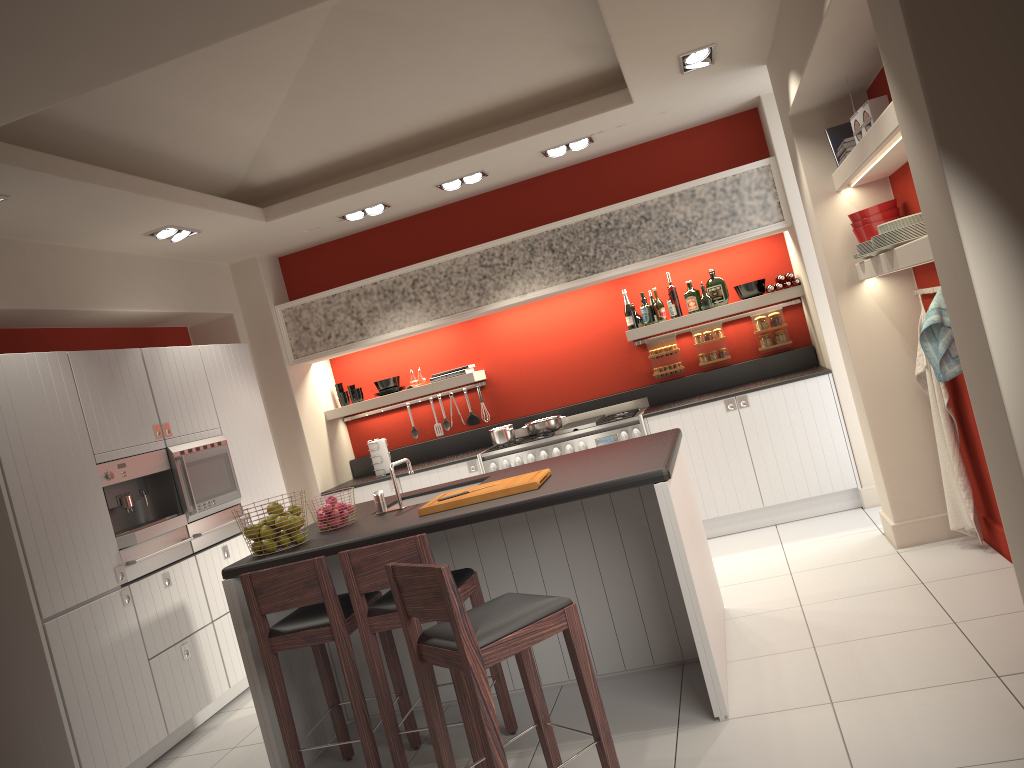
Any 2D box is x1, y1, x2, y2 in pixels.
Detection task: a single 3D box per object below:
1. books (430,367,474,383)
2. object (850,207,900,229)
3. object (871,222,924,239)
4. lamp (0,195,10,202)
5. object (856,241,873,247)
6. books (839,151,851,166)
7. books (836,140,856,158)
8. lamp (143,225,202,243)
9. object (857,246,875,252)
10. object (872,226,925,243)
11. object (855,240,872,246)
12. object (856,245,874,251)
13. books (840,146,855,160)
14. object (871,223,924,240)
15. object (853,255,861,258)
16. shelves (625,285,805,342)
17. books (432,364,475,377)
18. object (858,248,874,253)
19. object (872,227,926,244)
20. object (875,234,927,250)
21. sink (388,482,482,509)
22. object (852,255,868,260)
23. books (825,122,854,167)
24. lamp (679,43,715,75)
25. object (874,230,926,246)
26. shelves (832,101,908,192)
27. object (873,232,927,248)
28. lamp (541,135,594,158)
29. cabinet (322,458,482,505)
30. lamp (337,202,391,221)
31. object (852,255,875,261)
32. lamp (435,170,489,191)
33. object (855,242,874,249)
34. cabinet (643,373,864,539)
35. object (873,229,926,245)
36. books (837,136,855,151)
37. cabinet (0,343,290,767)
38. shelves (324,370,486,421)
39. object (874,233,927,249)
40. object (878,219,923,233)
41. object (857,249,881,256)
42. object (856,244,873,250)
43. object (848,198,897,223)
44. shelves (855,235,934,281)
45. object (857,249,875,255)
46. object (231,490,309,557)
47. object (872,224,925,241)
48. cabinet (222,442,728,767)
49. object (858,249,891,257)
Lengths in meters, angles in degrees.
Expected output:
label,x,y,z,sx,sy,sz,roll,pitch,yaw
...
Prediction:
label,x,y,z,sx,sy,sz,roll,pitch,yaw
books,-0.506,-0.074,7.500,0.331,0.042,0.207,-15,1,18
object,2.008,-0.855,4.868,0.260,0.159,0.260,-15,0,-5
object,1.840,-0.715,4.105,0.338,0.020,0.339,-15,1,16
lamp,-2.583,-0.886,4.168,0.199,0.103,0.361,-15,1,13
object,1.913,-0.732,4.482,0.338,0.020,0.339,-15,1,12
books,1.856,-1.217,4.700,0.207,0.030,0.258,-15,1,13
books,1.843,-1.265,4.699,0.207,0.030,0.258,-15,1,13
lamp,-2.214,-0.989,5.791,0.199,0.084,0.361,-15,1,13
object,1.919,-0.707,4.482,0.338,0.020,0.339,-15,1,12
object,1.845,-0.697,4.105,0.338,0.020,0.339,-15,1,16
object,1.911,-0.738,4.482,0.338,0.020,0.339,-15,1,12
object,1.918,-0.713,4.482,0.338,0.020,0.339,-15,1,12
books,1.854,-1.242,4.686,0.207,0.019,0.258,-15,1,14
object,1.841,-0.709,4.105,0.338,0.020,0.339,-15,1,16
object,2.044,-0.730,4.868,0.338,0.020,0.339,-15,1,16
shelves,1.597,-0.556,7.025,1.378,0.083,0.376,-15,1,13
books,-0.494,-0.113,7.516,0.332,0.026,0.207,-15,1,14
object,1.921,-0.701,4.482,0.338,0.020,0.339,-15,1,12
object,1.846,-0.690,4.105,0.338,0.020,0.339,-15,1,16
object,1.854,-0.659,4.105,0.338,0.020,0.339,-15,1,16
sink,-0.395,0.738,4.740,0.567,0.258,0.516,-15,1,13
object,2.045,-0.724,4.869,0.338,0.020,0.339,-15,1,16
books,1.881,-1.337,4.932,0.207,0.246,0.136,-15,0,13
lamp,1.042,-1.845,5.001,0.199,0.090,0.361,-15,1,13
object,1.850,-0.678,4.105,0.338,0.020,0.339,-15,1,16
shelves,1.796,-1.126,3.885,0.437,0.100,2.395,-15,1,13
object,1.851,-0.672,4.105,0.338,0.020,0.339,-15,1,16
lamp,0.388,-1.686,6.240,0.361,0.103,0.199,-15,1,13
cabinet,-0.699,1.197,7.350,1.361,0.993,0.687,-15,0,13
lamp,-1.102,-1.297,6.601,0.361,0.109,0.199,-15,1,13
object,2.047,-0.717,4.869,0.338,0.020,0.339,-15,1,16
lamp,-0.367,-1.490,6.423,0.361,0.104,0.199,-15,1,13
object,1.914,-0.725,4.482,0.338,0.020,0.339,-15,1,12
cabinet,1.813,0.545,6.742,1.361,0.993,0.687,-15,0,13
object,1.848,-0.684,4.105,0.338,0.020,0.339,-15,1,16
books,1.842,-1.290,4.686,0.207,0.019,0.258,-15,1,14
cabinet,-2.292,0.956,5.443,0.716,2.250,2.558,-15,0,13
shelves,-0.921,0.098,7.635,1.378,0.083,0.376,-15,1,13
object,1.853,-0.665,4.105,0.338,0.020,0.339,-15,1,16
object,1.839,-0.736,4.122,0.255,0.015,0.255,-15,1,-6
object,1.924,-0.688,4.482,0.338,0.020,0.339,-15,1,12
object,1.916,-0.719,4.482,0.338,0.020,0.339,-15,1,12
object,1.991,-0.902,4.864,0.260,0.161,0.260,-15,0,-20
shelves,1.931,-0.613,3.887,0.437,0.100,2.395,-15,1,13
object,1.923,-0.694,4.482,0.338,0.020,0.339,-15,1,12
object,-1.111,0.655,4.148,0.341,0.232,0.341,-15,1,-44
object,1.843,-0.703,4.105,0.338,0.020,0.339,-15,1,16
cabinet,-0.059,1.074,4.434,2.034,1.011,1.424,-15,0,13
object,1.926,-0.682,4.483,0.338,0.020,0.339,-15,1,12
